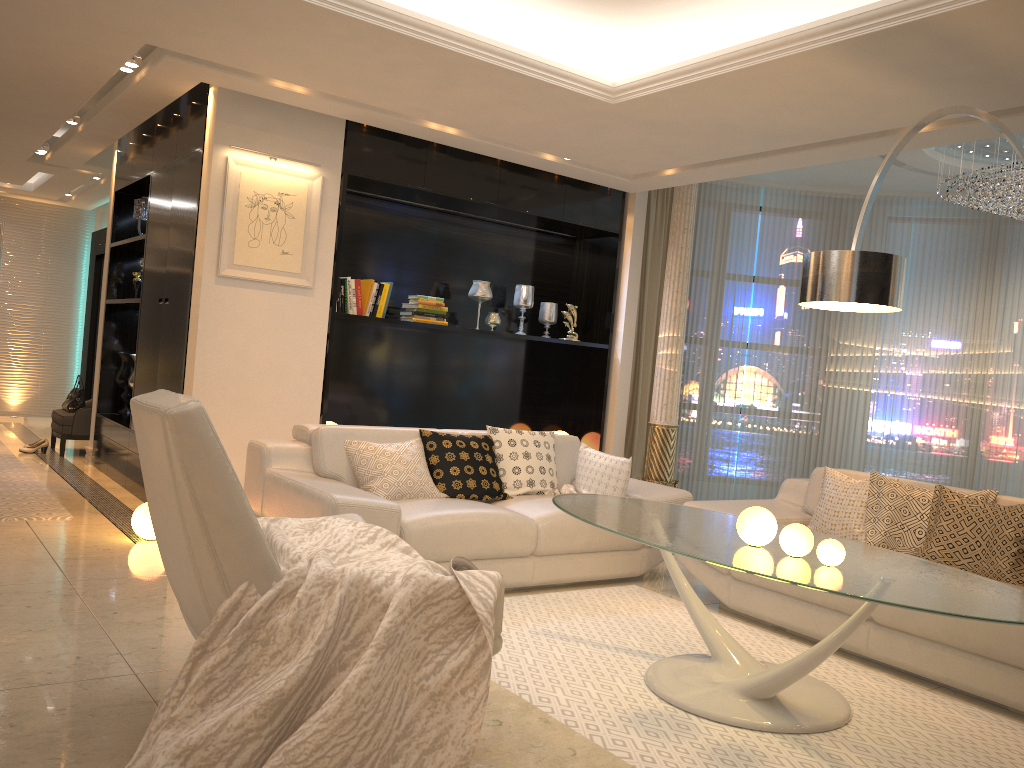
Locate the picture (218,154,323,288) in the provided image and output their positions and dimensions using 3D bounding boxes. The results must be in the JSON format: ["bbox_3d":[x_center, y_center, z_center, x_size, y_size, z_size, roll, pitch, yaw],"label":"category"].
[{"bbox_3d":[-1.494,-0.997,5.513,0.610,0.729,0.027,4,1,-36],"label":"picture"}]

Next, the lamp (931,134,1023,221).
[{"bbox_3d":[3.948,-1.421,6.117,2.109,0.685,2.109,5,1,9],"label":"lamp"}]

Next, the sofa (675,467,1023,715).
[{"bbox_3d":[2.002,0.881,4.146,1.145,0.754,2.328,4,1,-36],"label":"sofa"}]

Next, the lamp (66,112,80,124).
[{"bbox_3d":[-3.285,-2.008,6.629,0.107,0.127,0.107,6,1,35],"label":"lamp"}]

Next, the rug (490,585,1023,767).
[{"bbox_3d":[0.873,1.167,3.322,1.661,0.020,2.900,4,1,-36],"label":"rug"}]

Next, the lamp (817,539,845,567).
[{"bbox_3d":[1.071,0.566,2.977,0.090,0.091,0.090,6,1,15],"label":"lamp"}]

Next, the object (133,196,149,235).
[{"bbox_3d":[-2.908,-1.303,6.993,0.155,0.347,0.155,6,1,34],"label":"object"}]

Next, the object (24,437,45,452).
[{"bbox_3d":[-4.331,0.540,8.066,0.235,0.135,0.084,5,1,12],"label":"object"}]

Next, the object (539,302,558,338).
[{"bbox_3d":[0.295,-0.512,7.340,0.147,0.317,0.147,5,1,-34],"label":"object"}]

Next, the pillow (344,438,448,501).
[{"bbox_3d":[-0.612,0.459,4.694,0.521,0.329,0.351,4,1,-36],"label":"pillow"}]

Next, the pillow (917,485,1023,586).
[{"bbox_3d":[2.137,0.686,4.000,0.301,0.436,0.575,5,1,-30],"label":"pillow"}]

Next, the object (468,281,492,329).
[{"bbox_3d":[-0.251,-0.597,6.824,0.181,0.381,0.181,4,1,-42],"label":"object"}]

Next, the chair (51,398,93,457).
[{"bbox_3d":[-3.865,0.194,8.254,0.702,0.898,0.625,4,1,-35],"label":"chair"}]

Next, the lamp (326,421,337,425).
[{"bbox_3d":[-1.284,0.367,6.182,0.213,0.214,0.212,5,1,4],"label":"lamp"}]

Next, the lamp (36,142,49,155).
[{"bbox_3d":[-4.175,-2.113,7.872,0.107,0.127,0.235,4,1,-36],"label":"lamp"}]

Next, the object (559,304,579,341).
[{"bbox_3d":[0.473,-0.494,7.165,0.182,0.293,0.116,4,1,-39],"label":"object"}]

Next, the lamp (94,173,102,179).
[{"bbox_3d":[-4.196,-2.135,8.960,0.107,0.127,0.107,6,1,35],"label":"lamp"}]

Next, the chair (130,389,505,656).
[{"bbox_3d":[-0.678,0.543,2.766,0.983,0.991,1.027,4,1,-37],"label":"chair"}]

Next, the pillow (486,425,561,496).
[{"bbox_3d":[0.101,0.464,5.272,0.526,0.399,0.255,4,1,-36],"label":"pillow"}]

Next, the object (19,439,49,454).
[{"bbox_3d":[-4.251,0.551,7.890,0.235,0.135,0.084,4,1,-34],"label":"object"}]

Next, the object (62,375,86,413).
[{"bbox_3d":[-4.014,0.084,8.153,0.168,0.345,0.366,4,1,-37],"label":"object"}]

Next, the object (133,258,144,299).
[{"bbox_3d":[-3.036,-0.850,7.249,0.176,0.361,0.079,6,1,35],"label":"object"}]

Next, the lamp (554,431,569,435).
[{"bbox_3d":[0.399,0.498,7.402,0.212,0.214,0.213,6,1,15],"label":"lamp"}]

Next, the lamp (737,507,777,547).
[{"bbox_3d":[0.892,0.518,3.229,0.143,0.143,0.143,6,1,39],"label":"lamp"}]

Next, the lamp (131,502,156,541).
[{"bbox_3d":[-2.024,0.768,4.987,0.213,0.214,0.212,5,1,4],"label":"lamp"}]

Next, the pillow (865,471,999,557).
[{"bbox_3d":[2.010,0.673,4.302,0.587,0.429,0.288,6,1,29],"label":"pillow"}]

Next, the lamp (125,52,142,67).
[{"bbox_3d":[-2.167,-1.876,5.061,0.107,0.127,0.107,6,1,35],"label":"lamp"}]

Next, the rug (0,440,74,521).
[{"bbox_3d":[-4.705,0.587,6.926,1.526,0.015,5.025,4,1,-36],"label":"rug"}]

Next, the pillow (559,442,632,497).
[{"bbox_3d":[0.481,0.528,5.236,0.281,0.325,0.521,5,1,-26],"label":"pillow"}]

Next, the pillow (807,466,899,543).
[{"bbox_3d":[1.755,0.646,4.607,0.222,0.380,0.463,5,1,-31],"label":"pillow"}]

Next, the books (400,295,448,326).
[{"bbox_3d":[-0.636,-0.536,6.483,0.296,0.197,0.260,5,1,-33],"label":"books"}]

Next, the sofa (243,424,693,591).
[{"bbox_3d":[-0.187,0.665,4.972,2.328,0.754,1.145,4,1,-36],"label":"sofa"}]

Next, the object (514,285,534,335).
[{"bbox_3d":[0.087,-0.583,7.193,0.156,0.426,0.156,5,1,-31],"label":"object"}]

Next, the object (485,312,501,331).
[{"bbox_3d":[-0.149,-0.475,6.894,0.119,0.154,0.119,5,1,-26],"label":"object"}]

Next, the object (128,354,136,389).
[{"bbox_3d":[-3.119,0.021,7.461,0.221,0.522,0.221,5,1,-31],"label":"object"}]

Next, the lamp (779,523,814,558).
[{"bbox_3d":[0.991,0.544,3.089,0.115,0.115,0.115,5,1,-10],"label":"lamp"}]

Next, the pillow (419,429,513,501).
[{"bbox_3d":[-0.245,0.453,4.970,0.524,0.355,0.323,4,1,-35],"label":"pillow"}]

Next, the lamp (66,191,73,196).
[{"bbox_3d":[-5.139,-2.246,10.273,0.107,0.127,0.107,6,1,35],"label":"lamp"}]

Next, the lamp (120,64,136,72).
[{"bbox_3d":[-2.242,-1.884,5.166,0.107,0.127,0.107,6,1,35],"label":"lamp"}]

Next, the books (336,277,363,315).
[{"bbox_3d":[-1.163,-0.610,6.064,0.240,0.270,0.208,4,1,-36],"label":"books"}]

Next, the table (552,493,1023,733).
[{"bbox_3d":[0.893,0.872,3.343,0.999,0.565,2.140,4,1,-37],"label":"table"}]

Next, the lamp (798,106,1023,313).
[{"bbox_3d":[1.993,-0.005,4.062,2.009,2.519,0.393,4,1,-36],"label":"lamp"}]

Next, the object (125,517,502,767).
[{"bbox_3d":[-0.532,0.757,2.634,0.972,0.580,1.347,5,1,1],"label":"object"}]

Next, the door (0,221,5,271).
[{"bbox_3d":[-2.178,-6.088,1.474,83.408,24.296,83.408,5,1,-14],"label":"door"}]

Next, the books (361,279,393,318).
[{"bbox_3d":[-0.978,-0.592,6.204,0.210,0.261,0.212,4,1,-36],"label":"books"}]

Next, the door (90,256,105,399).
[{"bbox_3d":[-4.744,-0.497,10.316,0.089,2.034,0.919,4,1,-36],"label":"door"}]
